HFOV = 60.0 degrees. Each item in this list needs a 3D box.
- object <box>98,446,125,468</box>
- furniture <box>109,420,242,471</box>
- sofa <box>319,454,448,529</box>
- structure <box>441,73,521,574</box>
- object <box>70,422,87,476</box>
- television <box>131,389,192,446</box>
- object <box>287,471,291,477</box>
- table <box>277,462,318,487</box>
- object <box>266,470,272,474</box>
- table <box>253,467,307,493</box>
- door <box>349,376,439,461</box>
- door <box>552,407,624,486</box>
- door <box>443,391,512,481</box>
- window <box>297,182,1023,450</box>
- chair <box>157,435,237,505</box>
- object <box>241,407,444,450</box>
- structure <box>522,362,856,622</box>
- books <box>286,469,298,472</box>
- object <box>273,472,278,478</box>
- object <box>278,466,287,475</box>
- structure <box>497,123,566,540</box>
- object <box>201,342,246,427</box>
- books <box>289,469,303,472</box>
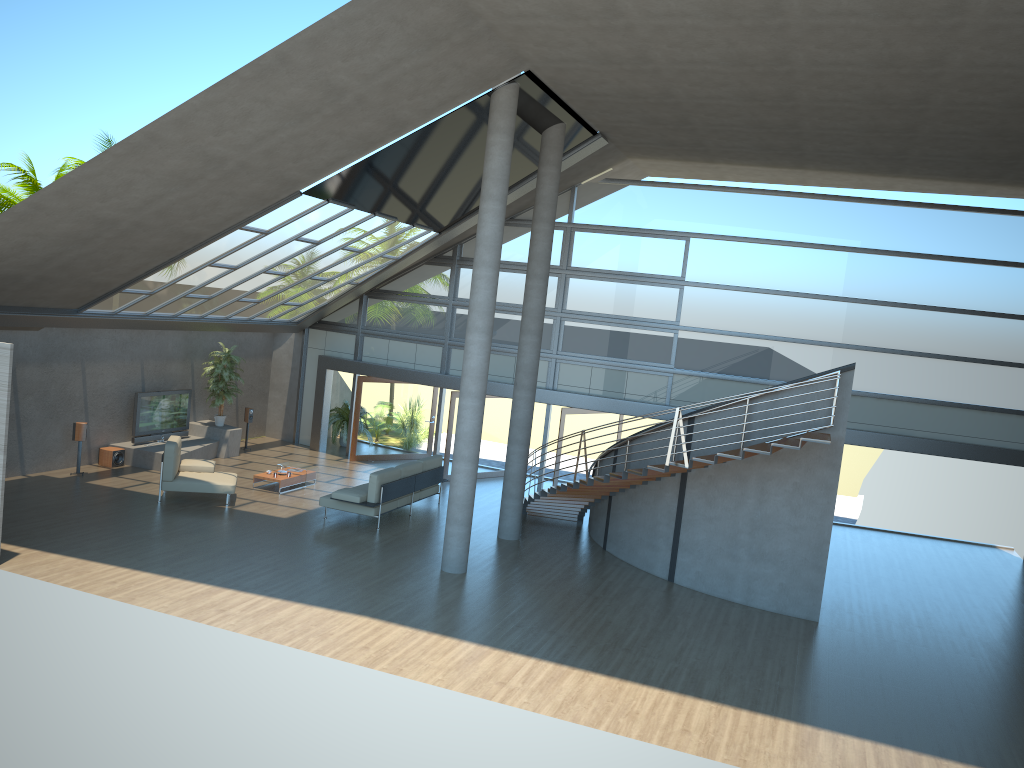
[{"bbox_3d":[-7.789,1.412,17.203,0.425,0.323,0.362,8,5,19],"label":"object"},{"bbox_3d":[-6.716,1.280,18.608,1.577,0.610,2.936,8,5,19],"label":"furniture"},{"bbox_3d":[-2.274,1.829,16.035,1.166,0.947,3.079,8,5,19],"label":"sofa"},{"bbox_3d":[-0.455,-0.826,12.624,0.381,7.125,0.382,8,5,19],"label":"structure"},{"bbox_3d":[-7.866,1.177,16.100,0.234,0.959,0.171,5,5,-15],"label":"object"},{"bbox_3d":[-7.193,0.670,18.262,0.396,1.063,1.568,8,5,19],"label":"television"},{"bbox_3d":[-4.211,1.707,16.780,0.085,0.101,0.070,2,6,-43],"label":"object"},{"bbox_3d":[-4.230,1.771,17.451,0.680,0.342,0.400,8,5,19],"label":"table"},{"bbox_3d":[-4.612,1.664,16.845,0.102,0.086,0.100,8,5,23],"label":"object"},{"bbox_3d":[-4.370,1.841,17.079,0.600,0.250,1.200,8,5,19],"label":"table"},{"bbox_3d":[-2.749,0.824,20.986,2.298,1.977,0.200,2,6,-42],"label":"door"},{"bbox_3d":[1.657,1.474,19.059,0.200,1.977,2.298,10,6,40],"label":"door"},{"bbox_3d":[-0.619,1.150,19.919,0.200,1.977,2.298,11,6,43],"label":"door"},{"bbox_3d":[2.702,-0.720,18.635,16.616,6.630,1.098,8,5,17],"label":"window"},{"bbox_3d":[-5.416,1.480,15.431,1.244,1.023,1.217,5,5,-15],"label":"chair"},{"bbox_3d":[-8.428,0.919,18.600,7.863,0.982,21.345,8,5,22],"label":"object"},{"bbox_3d":[2.066,1.109,13.890,2.349,3.653,6.809,3,6,-32],"label":"structure"},{"bbox_3d":[-4.282,1.696,17.387,0.275,0.005,0.189,6,5,0],"label":"books"},{"bbox_3d":[-4.435,1.697,16.595,0.085,0.101,0.070,8,5,18],"label":"object"},{"bbox_3d":[-4.375,1.648,16.905,0.178,0.161,0.178,4,5,-29],"label":"object"},{"bbox_3d":[0.328,-0.921,14.812,0.381,7.125,0.382,4,5,-27],"label":"structure"},{"bbox_3d":[-6.349,0.002,19.451,0.932,1.857,0.895,4,5,-22],"label":"object"},{"bbox_3d":[-4.248,1.693,17.429,0.275,0.005,0.189,7,5,2],"label":"books"}]
